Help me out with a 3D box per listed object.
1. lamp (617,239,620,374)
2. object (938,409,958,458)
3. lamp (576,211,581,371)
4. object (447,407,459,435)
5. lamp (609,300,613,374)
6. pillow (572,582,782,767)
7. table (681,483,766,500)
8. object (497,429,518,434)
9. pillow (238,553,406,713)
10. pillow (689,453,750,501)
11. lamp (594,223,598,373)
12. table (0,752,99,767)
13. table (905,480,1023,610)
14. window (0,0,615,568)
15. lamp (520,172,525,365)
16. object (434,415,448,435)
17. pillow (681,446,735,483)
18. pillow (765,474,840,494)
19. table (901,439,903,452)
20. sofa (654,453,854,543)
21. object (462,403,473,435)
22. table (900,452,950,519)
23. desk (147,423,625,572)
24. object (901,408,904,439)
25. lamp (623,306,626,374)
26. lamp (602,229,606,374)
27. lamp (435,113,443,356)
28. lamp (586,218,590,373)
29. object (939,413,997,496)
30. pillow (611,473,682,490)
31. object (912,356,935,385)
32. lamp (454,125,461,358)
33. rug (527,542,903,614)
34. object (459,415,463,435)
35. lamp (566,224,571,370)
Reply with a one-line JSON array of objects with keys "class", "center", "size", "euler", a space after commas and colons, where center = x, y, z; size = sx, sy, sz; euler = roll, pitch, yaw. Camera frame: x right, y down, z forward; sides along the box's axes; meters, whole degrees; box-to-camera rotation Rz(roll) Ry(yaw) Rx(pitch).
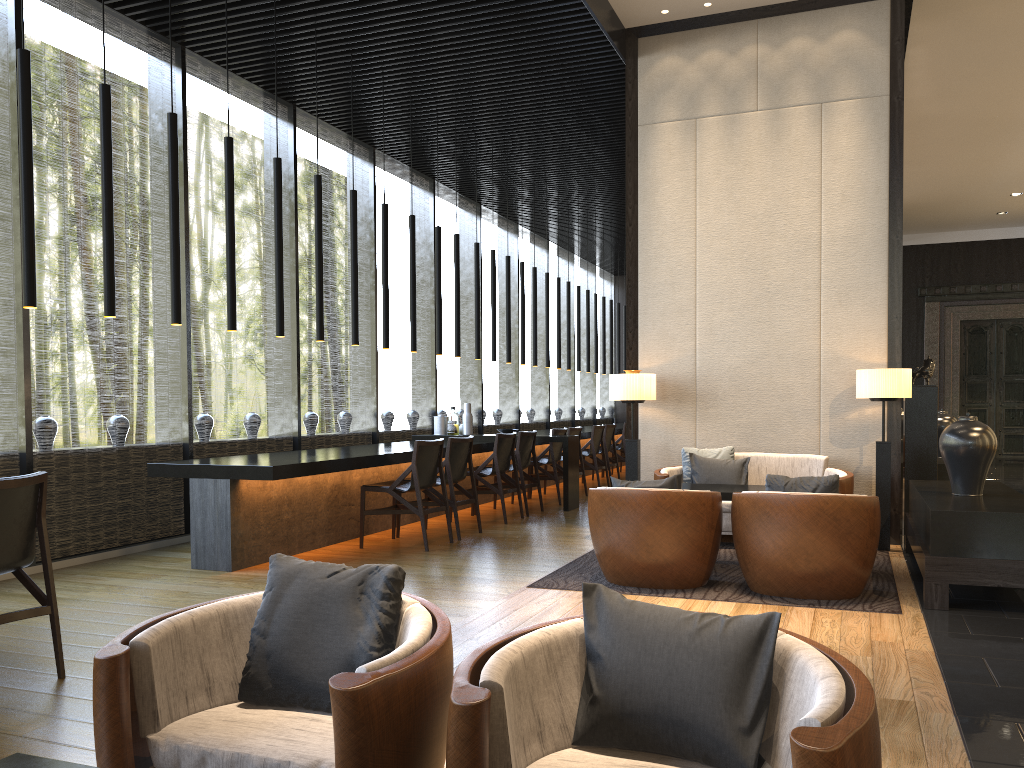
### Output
[{"class": "lamp", "center": [1.847, -1.351, 15.346], "size": [0.060, 2.425, 0.060], "euler": [0, 2, 16]}, {"class": "object", "center": [4.355, 0.497, 8.967], "size": [0.311, 0.493, 0.311], "euler": [0, 1, 40]}, {"class": "lamp", "center": [0.986, -1.399, 13.128], "size": [0.060, 2.425, 0.060], "euler": [0, 2, 16]}, {"class": "object", "center": [-0.631, 0.397, 9.524], "size": [0.129, 0.306, 0.129], "euler": [0, 1, 7]}, {"class": "lamp", "center": [1.667, -1.361, 14.882], "size": [0.060, 2.425, 0.060], "euler": [0, 2, 16]}, {"class": "pillow", "center": [0.347, 0.605, 1.874], "size": [0.441, 0.339, 0.204], "euler": [0, 1, 28]}, {"class": "table", "center": [1.469, 0.946, 5.842], "size": [1.042, 0.518, 0.575], "euler": [-1, 0, 21]}, {"class": "object", "center": [-0.047, 0.512, 9.368], "size": [0.227, 0.067, 0.227], "euler": [-1, -1, 24]}, {"class": "pillow", "center": [-0.454, 0.614, 2.183], "size": [0.399, 0.363, 0.222], "euler": [0, 1, 22]}, {"class": "pillow", "center": [1.575, 0.703, 6.734], "size": [0.472, 0.362, 0.219], "euler": [0, 1, 18]}, {"class": "lamp", "center": [1.329, -1.380, 14.010], "size": [0.060, 2.425, 0.060], "euler": [0, 2, 16]}, {"class": "table", "center": [-0.416, 0.840, 0.984], "size": [1.042, 0.518, 0.575], "euler": [-1, 0, 21]}, {"class": "table", "center": [2.779, 0.923, 5.378], "size": [0.620, 0.513, 1.958], "euler": [0, -1, 21]}, {"class": "window", "center": [1.824, -0.986, 2.781], "size": [12.053, 4.233, 31.856], "euler": [-1, -1, 21]}, {"class": "lamp", "center": [0.128, -1.447, 10.916], "size": [0.060, 2.425, 0.060], "euler": [0, 2, 16]}, {"class": "object", "center": [-0.768, 0.444, 9.634], "size": [0.169, 0.220, 0.168], "euler": [0, 1, 17]}, {"class": "pillow", "center": [1.537, 0.687, 6.914], "size": [0.433, 0.400, 0.200], "euler": [0, 1, 0]}, {"class": "pillow", "center": [1.579, 0.664, 4.826], "size": [0.399, 0.363, 0.222], "euler": [0, 1, 22]}, {"class": "table", "center": [6.001, 1.104, 13.682], "size": [0.620, 0.513, 1.958], "euler": [0, -1, 21]}, {"class": "sofa", "center": [1.814, 0.880, 6.708], "size": [1.449, 0.694, 0.602], "euler": [-1, 0, 21]}, {"class": "object", "center": [-0.477, 0.376, 9.510], "size": [0.113, 0.345, 0.113], "euler": [0, 2, 17]}, {"class": "table", "center": [4.178, 1.002, 8.981], "size": [0.620, 0.513, 1.958], "euler": [0, -1, 21]}, {"class": "desk", "center": [-1.968, 0.827, 4.868], "size": [1.780, 0.761, 28.707], "euler": [-1, -1, 21]}, {"class": "object", "center": [5.917, 0.598, 13.518], "size": [0.311, 0.493, 0.311], "euler": [0, 1, 10]}, {"class": "lamp", "center": [2.017, -1.341, 15.784], "size": [0.060, 2.425, 0.060], "euler": [0, 2, 16]}, {"class": "lamp", "center": [1.500, -1.370, 14.451], "size": [0.060, 2.425, 0.060], "euler": [0, 2, 16]}, {"class": "lamp", "center": [-0.725, -1.495, 8.716], "size": [0.060, 2.425, 0.060], "euler": [0, 2, 16]}, {"class": "lamp", "center": [1.165, -1.389, 13.588], "size": [0.060, 2.425, 0.060], "euler": [1, 2, 26]}, {"class": "object", "center": [2.730, 0.418, 5.306], "size": [0.311, 0.493, 0.311], "euler": [0, 1, 2]}, {"class": "pillow", "center": [0.778, 0.681, 5.135], "size": [0.441, 0.339, 0.204], "euler": [0, 1, 28]}, {"class": "object", "center": [3.335, -0.108, 7.177], "size": [0.176, 0.246, 0.115], "euler": [0, 1, 21]}, {"class": "lamp", "center": [-0.569, -1.487, 9.118], "size": [0.060, 2.425, 0.060], "euler": [0, 2, 16]}, {"class": "rug", "center": [1.439, 1.206, 5.911], "size": [2.041, 0.008, 2.240], "euler": [-1, -2, 21]}, {"class": "object", "center": [-0.524, 0.444, 9.664], "size": [0.135, 0.218, 0.135], "euler": [0, 1, 8]}, {"class": "lamp", "center": [0.808, -1.409, 12.667], "size": [0.060, 2.425, 0.060], "euler": [1, 2, 26]}]
